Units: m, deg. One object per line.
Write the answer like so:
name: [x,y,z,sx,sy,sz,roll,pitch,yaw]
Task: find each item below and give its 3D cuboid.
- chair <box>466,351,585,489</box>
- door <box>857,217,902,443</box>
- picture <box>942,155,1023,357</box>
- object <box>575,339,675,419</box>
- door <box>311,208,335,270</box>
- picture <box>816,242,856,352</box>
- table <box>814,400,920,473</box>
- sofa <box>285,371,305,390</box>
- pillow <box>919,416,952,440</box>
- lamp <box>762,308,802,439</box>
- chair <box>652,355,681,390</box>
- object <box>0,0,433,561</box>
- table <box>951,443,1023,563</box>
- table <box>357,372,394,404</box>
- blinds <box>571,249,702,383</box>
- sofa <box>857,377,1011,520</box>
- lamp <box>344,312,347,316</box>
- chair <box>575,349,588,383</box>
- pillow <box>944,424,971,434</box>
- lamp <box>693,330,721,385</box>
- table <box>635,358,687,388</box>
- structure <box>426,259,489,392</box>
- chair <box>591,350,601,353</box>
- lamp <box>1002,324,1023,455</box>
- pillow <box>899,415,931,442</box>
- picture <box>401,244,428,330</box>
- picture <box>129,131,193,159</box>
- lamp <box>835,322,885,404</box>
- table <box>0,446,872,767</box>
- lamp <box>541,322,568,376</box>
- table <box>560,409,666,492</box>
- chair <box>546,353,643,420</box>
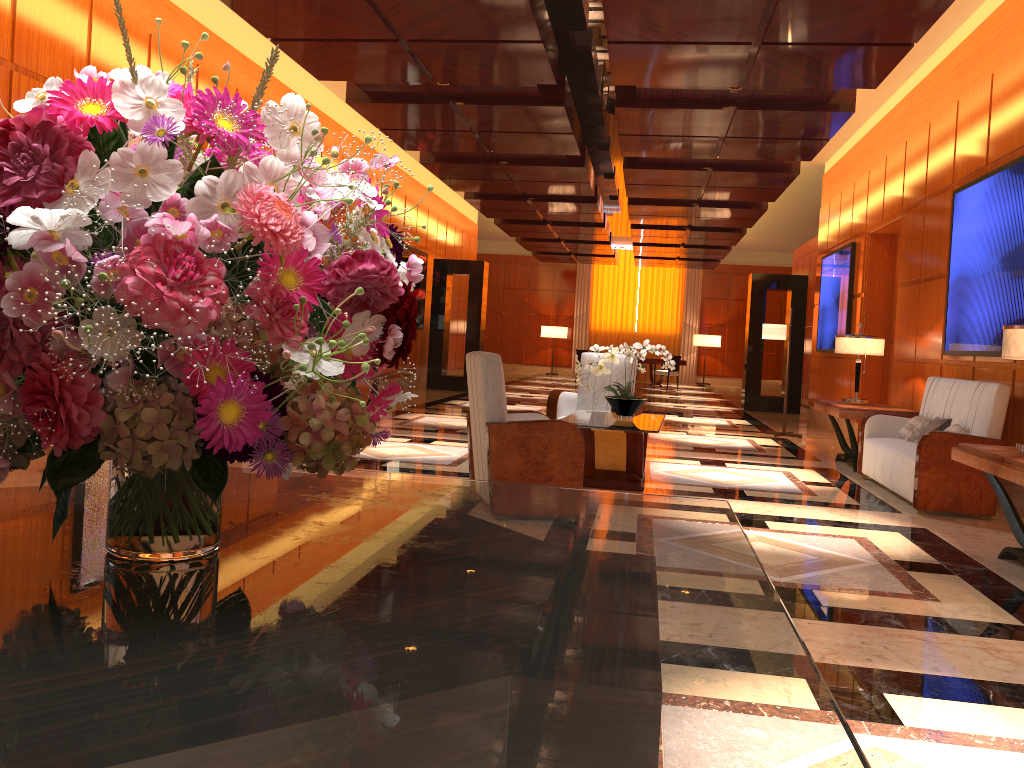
chair: [0.046,0.295,5.360,0.628,0.960,0.739,3,1,-13]
door: [4.474,-0.540,10.359,0.340,2.650,1.538,3,1,8]
picture: [3.725,-0.937,6.832,0.056,1.451,1.998,3,2,8]
object: [0.876,-0.046,6.860,0.788,0.617,0.418,3,1,-14]
door: [-2.779,-1.016,11.428,0.340,2.650,1.500,3,1,8]
picture: [4.595,-1.180,12.627,0.056,1.451,1.998,3,2,8]
table: [3.412,0.512,8.619,0.726,0.606,1.271,4,2,9]
sofa: [-2.522,-0.011,8.699,0.613,0.932,1.800,4,2,9]
pillow: [3.307,0.380,6.926,0.160,0.253,0.358,3,2,5]
lamp: [3.470,-0.156,11.426,0.526,1.660,0.360,3,1,-2]
chair: [3.934,-0.299,22.338,0.584,0.893,0.577,2,2,-38]
object: [-0.442,-0.110,1.166,0.650,0.658,0.680,3,2,0]
table: [2.785,0.687,4.444,0.726,0.606,1.271,4,2,9]
table: [-1.993,0.117,10.853,0.725,0.534,1.168,4,3,11]
blinds: [3.876,-2.169,27.699,3.854,4.063,0.149,4,1,9]
sofa: [3.234,0.414,6.917,0.613,0.932,1.800,4,2,9]
lamp: [1.370,-0.044,5.359,0.335,0.734,13.022,3,3,-32]
chair: [1.967,-0.462,23.299,0.584,0.893,0.577,2,2,-43]
pillow: [3.206,0.410,6.489,0.202,0.229,0.273,4,2,11]
lamp: [5.862,-0.796,26.765,0.810,1.660,0.812,2,1,-42]
table: [3.459,-0.310,23.241,2.105,0.741,0.785,2,2,-20]
structure: [-1.043,-1.125,17.086,0.986,2.497,0.500,3,1,8]
chair: [2.464,-0.492,24.455,0.577,0.893,0.584,4,2,37]
lamp: [2.778,-0.029,4.580,0.459,0.809,0.459,4,1,18]
pillow: [3.344,0.369,7.360,0.195,0.227,0.344,4,2,13]
picture: [-1.819,-1.721,15.919,0.056,1.451,1.998,3,2,8]
picture: [-3.045,-1.377,7.749,0.056,1.451,1.998,3,2,8]
lamp: [3.395,-0.210,8.688,0.458,0.793,0.459,3,1,-30]
table: [-0.484,0.592,1.155,1.601,0.744,1.601,4,3,8]
lamp: [1.277,-1.098,27.452,0.810,1.660,0.812,2,1,-42]
table: [0.770,0.510,6.757,0.722,0.495,1.561,4,3,11]
chair: [0.783,0.190,8.265,0.738,0.960,0.628,4,2,27]
